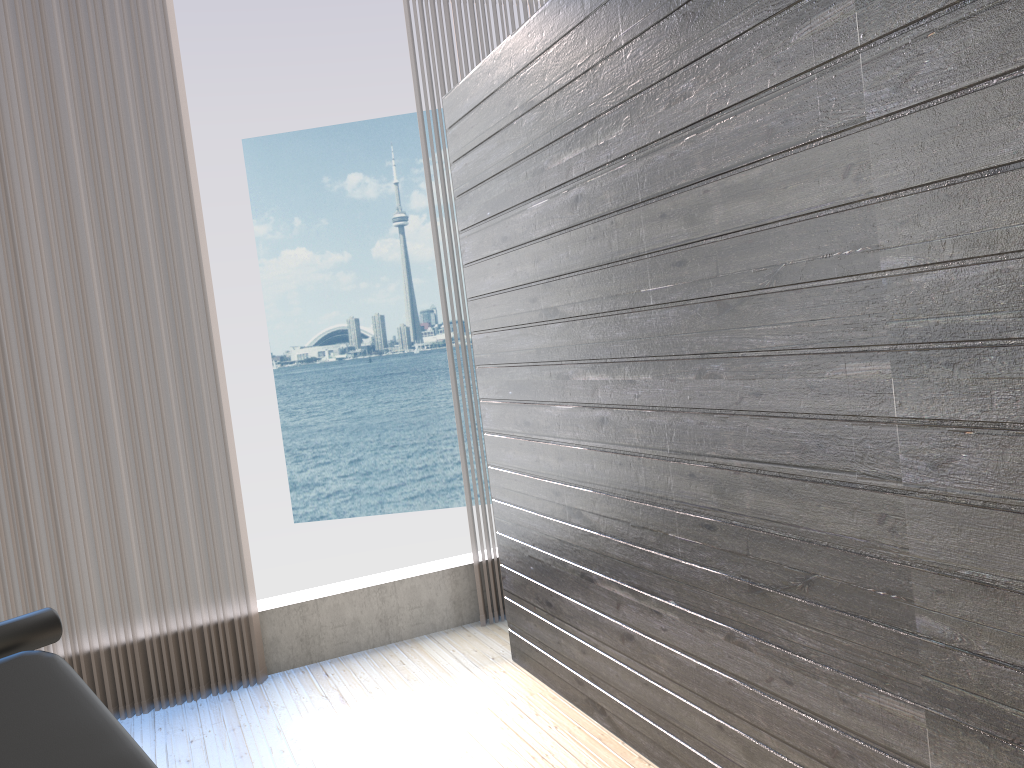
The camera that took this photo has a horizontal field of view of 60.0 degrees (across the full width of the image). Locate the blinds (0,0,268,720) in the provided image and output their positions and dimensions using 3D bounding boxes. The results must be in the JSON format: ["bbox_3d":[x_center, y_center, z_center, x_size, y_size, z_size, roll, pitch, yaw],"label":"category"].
[{"bbox_3d":[-1.647,-0.112,3.224,1.133,2.744,0.069,-8,3,-23],"label":"blinds"}]

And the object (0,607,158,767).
[{"bbox_3d":[-0.788,0.875,1.622,1.312,0.746,0.505,-5,4,36],"label":"object"}]

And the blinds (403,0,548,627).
[{"bbox_3d":[0.206,-0.382,4.018,1.133,2.744,0.069,-8,3,-23],"label":"blinds"}]
